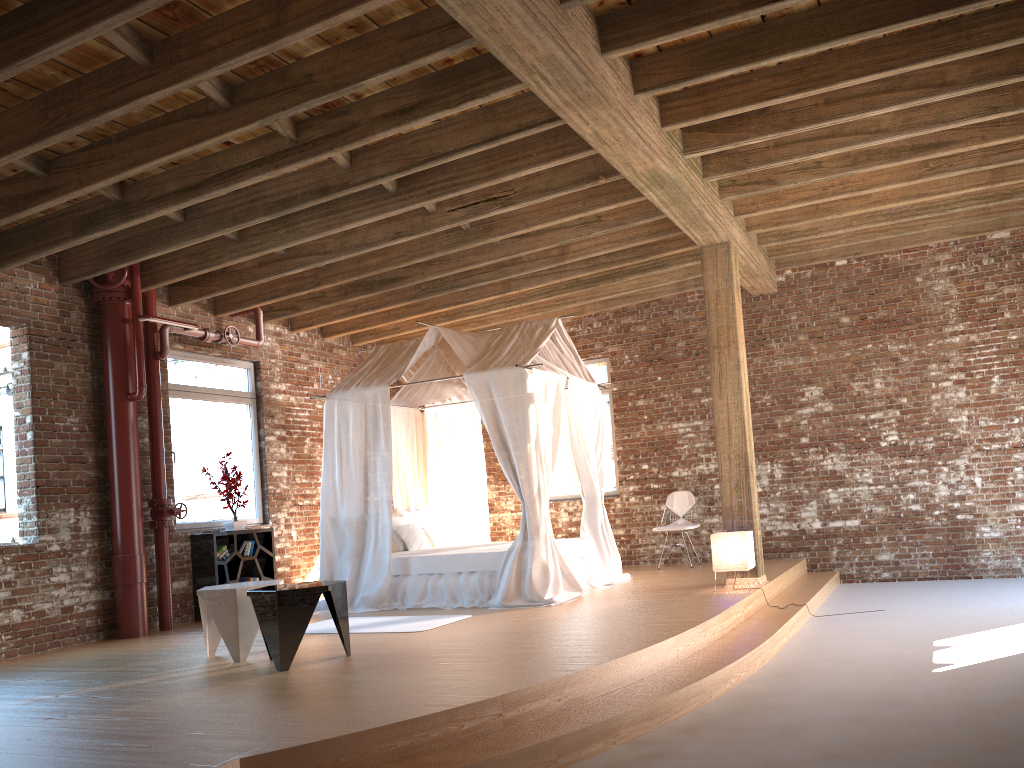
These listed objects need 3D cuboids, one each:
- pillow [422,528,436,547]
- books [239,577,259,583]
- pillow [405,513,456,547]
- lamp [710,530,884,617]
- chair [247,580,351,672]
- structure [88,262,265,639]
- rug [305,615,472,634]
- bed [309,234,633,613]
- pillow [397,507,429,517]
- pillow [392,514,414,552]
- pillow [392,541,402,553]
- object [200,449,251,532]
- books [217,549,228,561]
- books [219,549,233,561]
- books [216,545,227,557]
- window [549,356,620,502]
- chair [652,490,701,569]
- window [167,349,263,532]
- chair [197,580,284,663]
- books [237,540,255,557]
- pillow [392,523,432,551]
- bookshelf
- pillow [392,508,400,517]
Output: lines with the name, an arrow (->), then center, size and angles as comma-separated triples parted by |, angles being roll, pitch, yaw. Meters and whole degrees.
pillow -> -0.956, 1.647, 9.429 | 0.161, 0.232, 0.291 | -6, -6, 23
books -> -2.691, 2.054, 8.993 | 0.133, 0.180, 0.205 | -6, -6, 25
pillow -> -0.897, 1.651, 9.885 | 0.291, 0.430, 0.635 | -6, -6, 26
lamp -> 2.449, 1.613, 7.593 | 1.382, 0.777, 0.362 | -6, -4, 16
chair -> -1.356, 1.533, 5.635 | 0.626, 0.488, 0.530 | -2, -6, -22
structure -> -3.058, 0.545, 8.393 | 0.574, 3.449, 2.016 | -6, -4, 25
rug -> -1.124, 1.967, 7.234 | 1.427, 0.007, 0.870 | -8, -9, 25
bed -> -0.491, 0.235, 9.065 | 2.657, 3.866, 2.520 | -6, -5, 24
pillow -> -1.077, 1.630, 9.963 | 0.207, 0.496, 0.637 | -6, -6, 25
pillow -> -1.156, 1.562, 9.342 | 0.348, 0.401, 0.617 | -6, -6, 23
pillow -> -1.410, 1.547, 8.806 | 0.357, 0.412, 0.618 | -6, -6, 22
object -> -2.879, 1.073, 8.922 | 0.395, 0.836, 0.418 | -6, -4, 20
books -> -2.887, 1.679, 8.657 | 0.133, 0.108, 0.155 | -7, -7, 25
books -> -2.860, 1.696, 8.709 | 0.133, 0.113, 0.158 | -7, -6, 25
books -> -2.895, 1.643, 8.646 | 0.133, 0.108, 0.155 | -7, -7, 25
window -> 0.755, 0.616, 11.557 | 1.309, 1.841, 0.173 | -6, -3, 24
chair -> 1.968, 1.719, 10.475 | 0.535, 0.893, 0.579 | -6, -4, 24
window -> -3.102, 0.593, 9.148 | 0.167, 1.840, 1.357 | -6, -4, 25
chair -> -1.862, 1.639, 6.118 | 0.540, 0.488, 0.615 | -3, -6, -11
books -> -2.742, 1.675, 8.962 | 0.133, 0.165, 0.246 | -7, -6, 25
pillow -> -1.033, 1.598, 9.196 | 0.213, 0.289, 0.391 | -7, -7, 34
bookshelf -> -2.802, 1.915, 8.948 | 0.291, 0.841, 0.864 | -6, -5, 25
pillow -> -1.341, 1.572, 9.419 | 0.208, 0.492, 0.638 | -6, -6, 25
